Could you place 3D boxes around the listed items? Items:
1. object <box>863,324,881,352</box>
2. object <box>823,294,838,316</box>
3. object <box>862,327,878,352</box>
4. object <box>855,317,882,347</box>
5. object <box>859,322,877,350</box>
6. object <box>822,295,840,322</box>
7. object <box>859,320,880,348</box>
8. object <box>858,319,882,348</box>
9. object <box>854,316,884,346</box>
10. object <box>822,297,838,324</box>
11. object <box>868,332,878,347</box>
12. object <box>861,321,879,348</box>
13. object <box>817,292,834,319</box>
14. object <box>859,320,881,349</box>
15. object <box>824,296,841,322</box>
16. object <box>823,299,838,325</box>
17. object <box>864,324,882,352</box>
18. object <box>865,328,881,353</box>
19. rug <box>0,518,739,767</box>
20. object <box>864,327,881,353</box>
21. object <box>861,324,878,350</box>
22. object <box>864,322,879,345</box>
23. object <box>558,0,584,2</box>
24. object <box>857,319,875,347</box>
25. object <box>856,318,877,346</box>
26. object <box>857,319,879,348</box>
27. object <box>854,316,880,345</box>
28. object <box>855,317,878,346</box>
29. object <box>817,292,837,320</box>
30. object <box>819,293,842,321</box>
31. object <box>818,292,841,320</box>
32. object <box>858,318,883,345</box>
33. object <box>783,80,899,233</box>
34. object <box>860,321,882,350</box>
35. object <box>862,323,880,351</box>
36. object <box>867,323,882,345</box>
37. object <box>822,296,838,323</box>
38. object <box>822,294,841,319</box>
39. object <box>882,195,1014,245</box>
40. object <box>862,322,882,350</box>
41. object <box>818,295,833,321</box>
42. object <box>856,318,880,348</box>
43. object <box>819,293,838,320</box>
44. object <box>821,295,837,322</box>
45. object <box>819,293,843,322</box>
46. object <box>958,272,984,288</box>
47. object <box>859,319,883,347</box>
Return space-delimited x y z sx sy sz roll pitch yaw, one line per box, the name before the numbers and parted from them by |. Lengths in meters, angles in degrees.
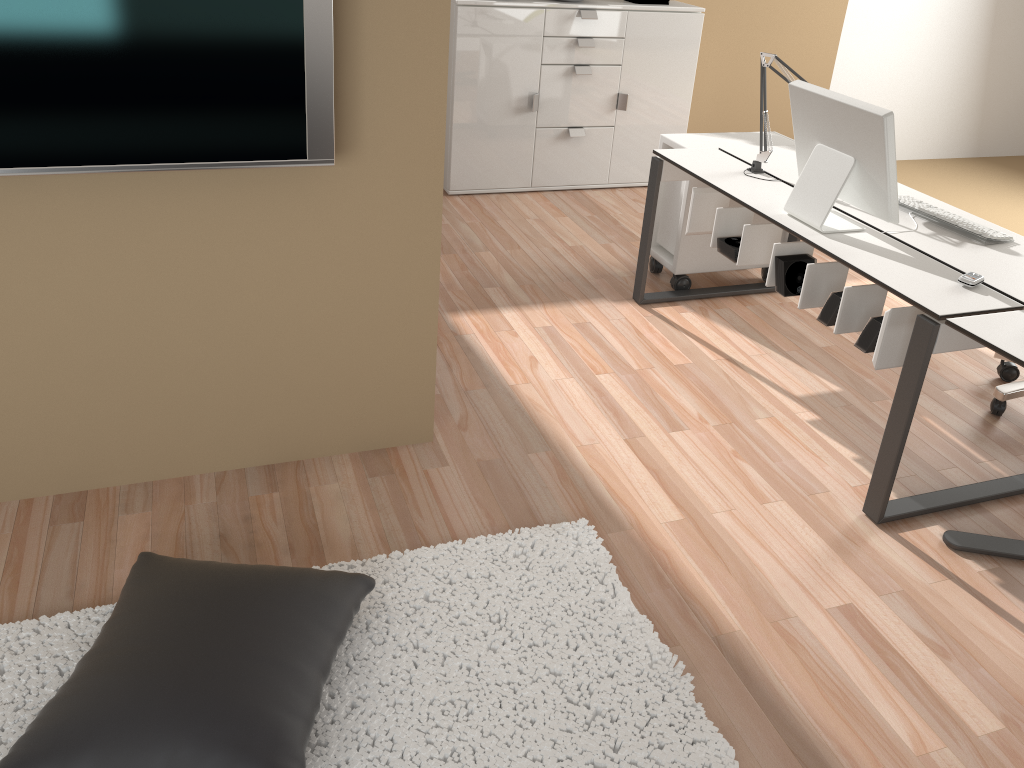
object | 1.111 -0.141 2.586 0.133 0.108 0.042 -6 27 -20
object | 1.043 -0.242 2.758 0.133 0.108 0.041 -6 27 -20
object | 1.110 -0.143 2.588 0.133 0.108 0.041 -6 27 -20
object | 1.099 -0.159 2.616 0.133 0.108 0.042 -6 27 -20
object | 1.105 -0.149 2.600 0.133 0.108 0.042 -6 27 -20
object | 1.046 -0.238 2.752 0.133 0.108 0.042 -6 27 -20
object | 1.104 -0.151 2.602 0.133 0.108 0.041 -6 27 -20
object | 1.103 -0.153 2.606 0.133 0.108 0.042 -6 27 -20
object | 1.098 -0.161 2.620 0.133 0.108 0.042 -6 27 -20
object | 1.047 -0.236 2.748 0.133 0.108 0.042 -6 27 -20
object | 1.113 -0.138 2.581 0.133 0.108 0.041 -6 27 -20
object | 1.106 -0.148 2.598 0.133 0.108 0.042 -6 27 -20
object | 1.038 -0.250 2.771 0.133 0.108 0.042 -6 27 -20
object | 1.105 -0.151 2.602 0.133 0.108 0.042 -6 27 -20
object | 1.048 -0.235 2.746 0.133 0.108 0.042 -6 27 -20
object | 1.049 -0.234 2.744 0.133 0.108 0.042 -6 27 -20
object | 1.111 -0.140 2.584 0.133 0.108 0.042 -6 27 -20
object | 1.113 -0.138 2.580 0.133 0.108 0.042 -6 27 -20
rug | -0.483 0.858 1.562 2.032 0.043 1.515 -7 31 -19
object | 1.112 -0.139 2.582 0.133 0.108 0.042 -6 27 -20
object | 1.108 -0.146 2.594 0.133 0.108 0.042 -6 27 -20
object | 1.108 -0.146 2.594 0.133 0.108 0.041 -6 27 -20
object | 0.315 -2.231 5.041 0.320 0.061 0.323 22 33 29
object | 1.101 -0.155 2.610 0.133 0.108 0.042 -6 27 -20
object | 1.100 -0.158 2.614 0.133 0.108 0.042 -6 27 -20
object | 1.102 -0.154 2.608 0.133 0.108 0.042 -6 27 -20
object | 1.097 -0.162 2.622 0.133 0.108 0.042 -6 27 -20
object | 1.098 -0.160 2.618 0.133 0.108 0.042 -6 27 -20
object | 1.039 -0.249 2.769 0.133 0.108 0.042 -6 27 -20
object | 1.042 -0.244 2.762 0.133 0.108 0.042 -6 27 -20
object | 1.040 -0.248 2.767 0.133 0.108 0.042 -6 27 -20
object | 1.101 -0.156 2.610 0.133 0.108 0.041 -6 27 -20
object | 1.067 -0.734 2.878 0.198 0.411 0.487 -5 29 -19
object | 1.107 -0.148 2.596 0.133 0.108 0.041 -6 27 -20
object | 1.109 -0.144 2.590 0.133 0.108 0.042 -6 27 -20
object | 1.111 -0.142 2.586 0.133 0.108 0.041 -6 27 -20
object | 1.047 -0.237 2.750 0.133 0.108 0.042 -6 27 -20
object | 1.044 -0.241 2.756 0.133 0.108 0.041 -6 27 -20
object | 1.389 -0.546 3.022 0.390 0.076 0.475 -9 32 -23
object | 1.108 -0.145 2.592 0.133 0.108 0.042 -6 27 -20
object | 1.040 -0.247 2.765 0.133 0.108 0.042 -6 27 -20
object | 1.101 -0.156 2.612 0.133 0.108 0.042 -6 27 -20
object | 1.041 -0.245 2.763 0.133 0.108 0.042 -6 27 -20
object | 1.045 -0.240 2.754 0.133 0.108 0.042 -6 27 -20
object | 1.043 -0.243 2.760 0.133 0.108 0.041 -6 27 -20
object | 1.320 -0.301 2.529 0.085 0.020 0.049 -20 37 -37
object | 1.104 -0.152 2.604 0.133 0.108 0.041 -6 27 -20
